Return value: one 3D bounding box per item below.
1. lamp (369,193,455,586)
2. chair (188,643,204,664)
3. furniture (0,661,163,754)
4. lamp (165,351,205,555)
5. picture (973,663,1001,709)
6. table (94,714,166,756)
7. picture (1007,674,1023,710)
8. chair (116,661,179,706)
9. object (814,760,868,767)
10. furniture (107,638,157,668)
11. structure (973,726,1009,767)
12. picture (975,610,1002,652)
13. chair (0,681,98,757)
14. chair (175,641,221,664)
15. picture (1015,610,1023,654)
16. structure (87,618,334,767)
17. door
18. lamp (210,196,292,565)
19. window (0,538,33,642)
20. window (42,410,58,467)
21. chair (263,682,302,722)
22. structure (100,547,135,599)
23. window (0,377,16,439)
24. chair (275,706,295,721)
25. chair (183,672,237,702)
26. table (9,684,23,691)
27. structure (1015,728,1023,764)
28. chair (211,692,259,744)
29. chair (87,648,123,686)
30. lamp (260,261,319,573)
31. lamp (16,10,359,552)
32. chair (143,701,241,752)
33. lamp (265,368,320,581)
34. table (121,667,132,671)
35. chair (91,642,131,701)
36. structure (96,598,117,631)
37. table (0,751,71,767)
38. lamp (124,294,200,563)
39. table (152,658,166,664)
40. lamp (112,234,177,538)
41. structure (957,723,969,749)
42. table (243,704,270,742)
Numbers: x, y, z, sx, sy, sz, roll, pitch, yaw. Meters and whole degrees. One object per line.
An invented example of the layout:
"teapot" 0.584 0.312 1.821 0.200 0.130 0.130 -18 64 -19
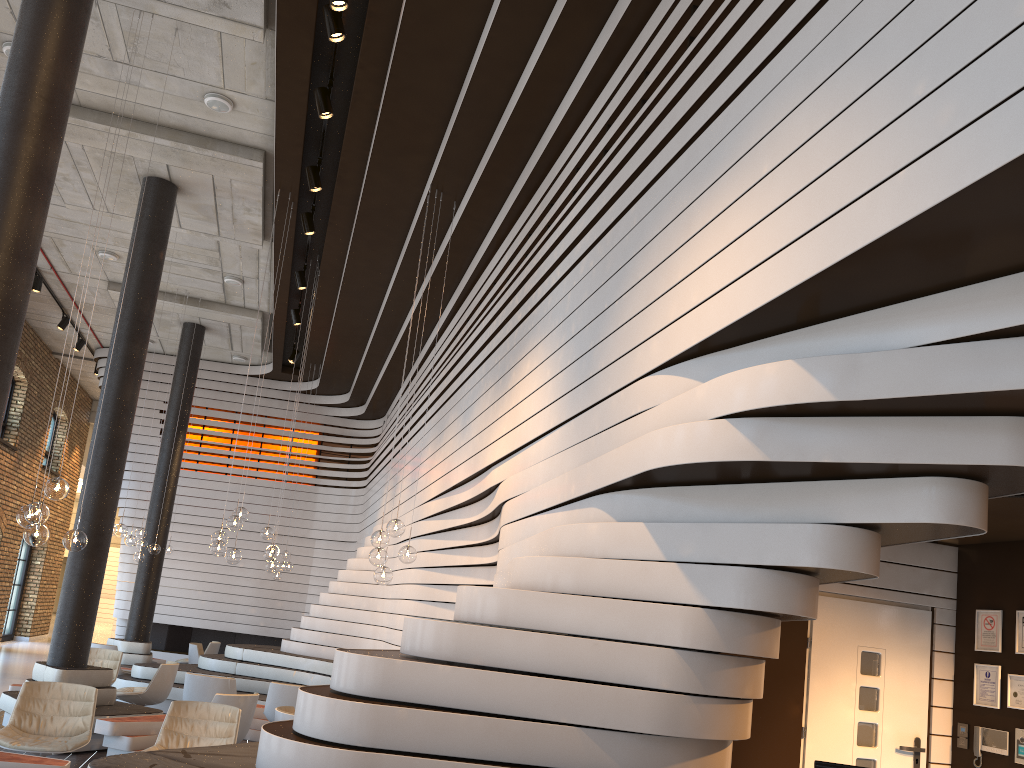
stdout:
"lamp" -0.877 -0.476 8.195 0.335 4.625 0.538 0 -12 37
"chair" -4.999 4.679 14.495 0.711 0.752 0.670 9 -12 -10
"furniture" -4.334 3.278 9.054 1.791 0.708 1.289 -8 -20 45
"lamp" -6.125 1.022 16.158 0.277 4.541 0.551 0 -12 34
"picture" 2.997 1.904 5.565 0.014 0.257 0.206 9 -12 -14
"table" -3.463 3.357 8.319 0.414 0.363 0.923 1 -15 22
"picture" 3.077 1.849 5.278 0.014 0.198 0.268 9 -13 -14
"chair" -4.270 3.567 10.158 0.711 0.752 0.670 9 -12 -11
"object" 1.654 1.980 3.909 0.598 0.543 0.375 0 -13 26
"furniture" -6.323 4.418 14.039 1.278 0.708 1.806 11 -15 -18
"structure" 2.968 2.269 5.468 0.026 0.249 0.262 10 -13 -16
"picture" 3.037 1.572 5.621 0.014 0.257 0.206 9 -12 -14
"chair" -3.576 2.712 6.767 0.657 0.752 0.724 10 -13 -13
"chair" -5.552 4.893 15.510 0.711 0.752 0.670 9 -12 -12
"picture" 3.124 1.498 5.316 0.014 0.257 0.206 9 -12 -14
"structure" -2.549 3.846 10.721 5.785 0.909 18.570 12 -16 -17
"door" 2.250 2.418 5.636 0.972 2.066 0.166 10 -10 -14
"lamp" -2.680 -0.428 9.454 0.309 4.652 0.674 8 -10 -6
"window" -11.877 4.579 20.349 4.638 2.485 2.112 -5 -17 39
"window" -10.556 1.208 19.864 0.126 1.423 1.602 9 -13 -14
"chair" -2.390 3.637 9.599 0.657 0.752 0.725 8 -12 -7
"structure" -14.216 7.853 33.838 4.539 2.810 5.934 10 -15 -14
"window" -9.517 0.330 16.236 0.126 1.423 1.602 9 -13 -14
"chair" -1.626 3.061 7.183 0.711 0.752 0.669 10 -13 -14
"chair" -3.223 3.503 9.474 0.656 0.752 0.725 6 -12 6
"table" -5.149 3.591 9.897 0.909 0.363 0.421 13 -14 -21
"structure" 3.042 2.160 5.250 0.012 0.197 0.107 9 -11 -14
"chair" -2.709 3.150 7.975 0.713 0.752 0.668 1 -13 25
"chair" -5.160 3.620 10.735 0.656 0.752 0.725 6 -12 4
"lamp" -2.792 0.096 11.364 0.294 4.587 0.553 10 -10 -18
"lamp" -0.295 -2.035 1.931 9.046 4.524 42.777 10 -16 -13
"chair" -2.417 2.805 6.602 0.656 0.752 0.726 6 -12 2
"lamp" -3.875 1.247 15.998 0.545 4.587 0.299 5 -10 11
"table" -5.746 4.349 12.895 0.906 0.363 0.422 9 -13 -6
"chair" -5.575 3.967 12.169 0.658 0.752 0.723 2 -13 23
"structure" -13.508 8.306 31.535 2.572 0.880 7.598 17 -18 -35
"table" -3.488 2.701 5.959 0.906 0.363 0.422 10 -13 -12
"lamp" -5.237 0.428 13.418 0.277 4.541 0.551 0 -12 37
"table" -6.502 4.892 15.187 0.913 0.363 0.419 18 -17 -36
"lamp" -4.666 -0.253 10.912 0.547 4.587 0.297 12 -11 -29
"structure" 2.914 2.273 5.697 0.009 0.152 0.087 9 -11 -14
"table" -3.053 3.964 10.340 0.907 0.363 0.422 2 -14 18
